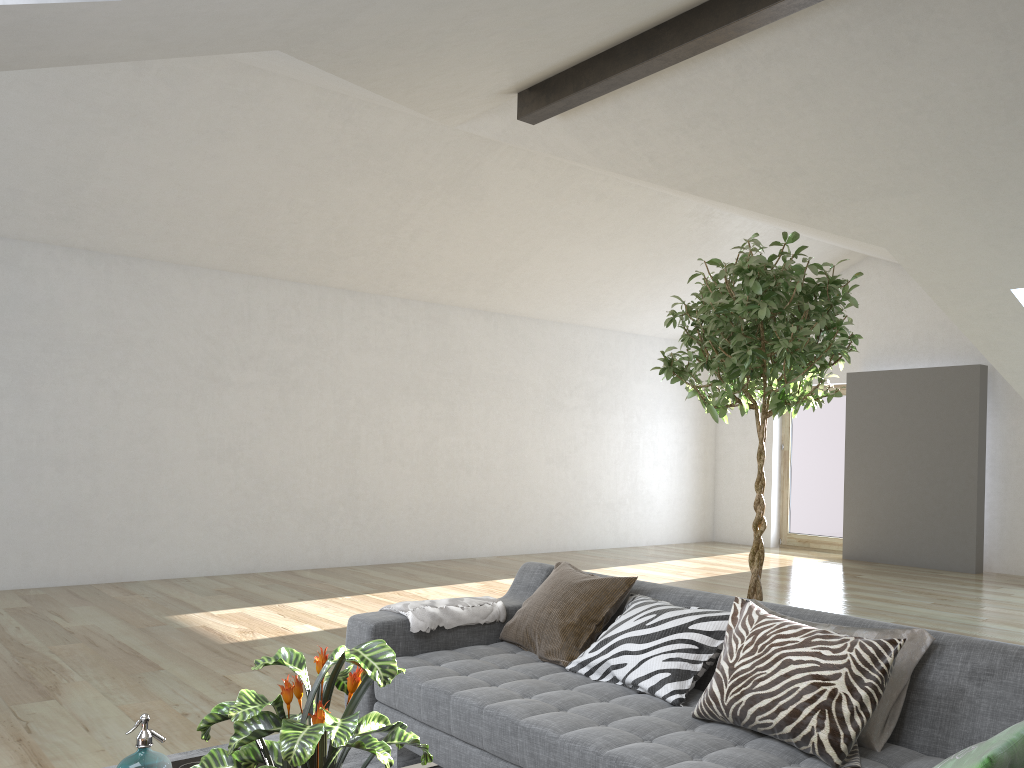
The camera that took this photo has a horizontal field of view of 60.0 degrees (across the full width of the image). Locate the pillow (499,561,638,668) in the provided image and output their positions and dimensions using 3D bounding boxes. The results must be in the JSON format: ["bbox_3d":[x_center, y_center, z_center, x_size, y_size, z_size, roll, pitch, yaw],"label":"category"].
[{"bbox_3d":[0.194,0.877,3.413,0.308,0.337,0.581,2,-4,-29],"label":"pillow"}]

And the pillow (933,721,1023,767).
[{"bbox_3d":[1.010,0.815,1.906,0.443,0.261,0.228,4,-3,-37],"label":"pillow"}]

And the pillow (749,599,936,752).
[{"bbox_3d":[0.857,0.834,2.584,0.263,0.318,0.641,3,-4,-38],"label":"pillow"}]

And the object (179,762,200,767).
[{"bbox_3d":[-0.756,0.918,2.070,0.232,0.107,0.098,2,-2,-13],"label":"object"}]

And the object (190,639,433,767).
[{"bbox_3d":[-0.358,0.730,1.656,0.371,0.525,0.444,1,-2,26],"label":"object"}]

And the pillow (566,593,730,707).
[{"bbox_3d":[0.479,0.881,2.984,0.359,0.283,0.560,4,-4,-38],"label":"pillow"}]

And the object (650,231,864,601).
[{"bbox_3d":[0.923,0.435,3.450,0.788,2.018,0.825,1,-1,29],"label":"object"}]

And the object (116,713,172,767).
[{"bbox_3d":[-0.808,0.843,1.948,0.121,0.239,0.117,2,-1,-13],"label":"object"}]

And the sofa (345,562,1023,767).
[{"bbox_3d":[0.516,1.035,2.719,1.028,0.682,2.458,4,-5,-39],"label":"sofa"}]

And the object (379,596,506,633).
[{"bbox_3d":[-0.291,1.055,3.536,0.481,0.418,0.358,3,-3,-36],"label":"object"}]

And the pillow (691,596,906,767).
[{"bbox_3d":[0.764,0.794,2.420,0.281,0.340,0.558,3,-3,-35],"label":"pillow"}]

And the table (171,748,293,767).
[{"bbox_3d":[-0.460,1.114,1.694,0.622,0.324,1.548,4,-5,-38],"label":"table"}]
